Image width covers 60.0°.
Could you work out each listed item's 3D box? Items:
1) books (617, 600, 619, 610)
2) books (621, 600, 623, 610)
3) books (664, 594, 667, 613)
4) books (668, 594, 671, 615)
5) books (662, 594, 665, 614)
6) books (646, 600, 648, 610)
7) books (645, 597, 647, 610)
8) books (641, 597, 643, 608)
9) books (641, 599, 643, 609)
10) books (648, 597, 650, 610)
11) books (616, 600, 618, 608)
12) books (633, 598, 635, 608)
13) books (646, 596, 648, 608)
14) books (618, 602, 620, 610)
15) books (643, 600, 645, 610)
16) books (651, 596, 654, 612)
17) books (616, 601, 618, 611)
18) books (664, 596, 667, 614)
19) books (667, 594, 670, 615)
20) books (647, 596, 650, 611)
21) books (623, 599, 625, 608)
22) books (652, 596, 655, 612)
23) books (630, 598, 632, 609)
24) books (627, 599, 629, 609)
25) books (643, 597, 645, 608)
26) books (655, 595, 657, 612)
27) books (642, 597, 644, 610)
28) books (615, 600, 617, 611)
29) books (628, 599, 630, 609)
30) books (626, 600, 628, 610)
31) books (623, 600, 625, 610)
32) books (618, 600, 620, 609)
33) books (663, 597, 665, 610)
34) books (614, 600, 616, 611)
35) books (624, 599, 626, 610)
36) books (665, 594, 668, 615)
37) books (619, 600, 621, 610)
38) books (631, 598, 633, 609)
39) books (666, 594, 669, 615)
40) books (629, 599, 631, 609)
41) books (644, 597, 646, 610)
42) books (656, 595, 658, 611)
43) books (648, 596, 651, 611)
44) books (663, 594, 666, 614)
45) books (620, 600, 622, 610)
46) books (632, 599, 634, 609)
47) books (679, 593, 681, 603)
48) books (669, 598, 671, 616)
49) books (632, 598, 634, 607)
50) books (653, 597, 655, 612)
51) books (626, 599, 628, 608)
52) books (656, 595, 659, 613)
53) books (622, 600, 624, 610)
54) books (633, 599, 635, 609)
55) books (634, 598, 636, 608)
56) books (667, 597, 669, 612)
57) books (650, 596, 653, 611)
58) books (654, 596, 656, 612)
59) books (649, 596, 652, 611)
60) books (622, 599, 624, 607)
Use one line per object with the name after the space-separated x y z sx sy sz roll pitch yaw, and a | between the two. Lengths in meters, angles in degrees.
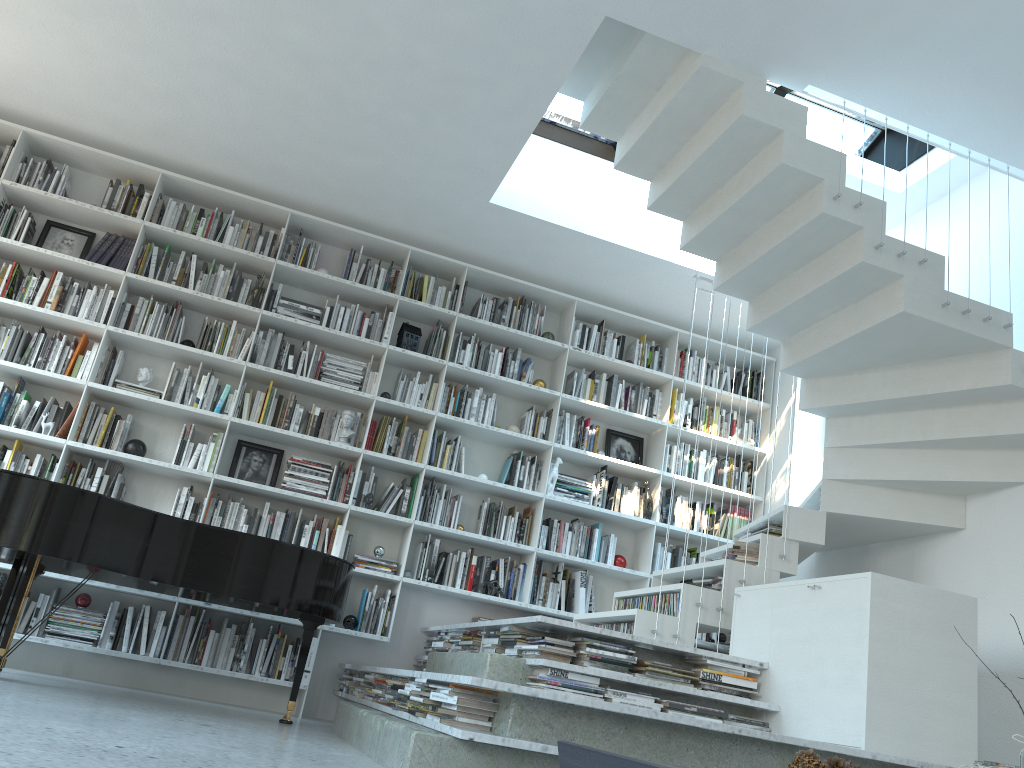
0.674 1.339 5.188 0.125 0.125 0.009 15 -20 -14 | books
0.690 1.324 5.140 0.125 0.125 0.007 15 -20 -14 | books
0.858 1.177 4.650 0.125 0.125 0.010 15 -20 -14 | books
0.872 1.164 4.607 0.125 0.125 0.008 15 -20 -14 | books
0.851 1.183 4.669 0.125 0.125 0.008 15 -20 -14 | books
0.792 1.235 4.842 0.125 0.125 0.007 15 -20 -14 | books
0.787 1.239 4.855 0.125 0.125 0.008 15 -20 -14 | books
0.770 1.254 4.906 0.125 0.125 0.007 15 -20 -14 | books
0.772 1.252 4.899 0.125 0.125 0.007 15 -20 -14 | books
0.798 1.230 4.825 0.125 0.125 0.013 15 -20 -14 | books
0.667 1.345 5.208 0.125 0.125 0.008 15 -20 -14 | books
0.738 1.282 4.999 0.125 0.125 0.007 15 -20 -14 | books
0.790 1.237 4.849 0.125 0.125 0.008 15 -20 -14 | books
0.678 1.334 5.174 0.125 0.125 0.008 15 -20 -14 | books
0.780 1.245 4.876 0.125 0.125 0.008 15 -20 -14 | books
0.810 1.219 4.788 0.125 0.125 0.016 15 -20 -14 | books
0.669 1.343 5.201 0.125 0.125 0.007 15 -20 -14 | books
0.860 1.175 4.643 0.125 0.125 0.010 15 -20 -14 | books
0.870 1.167 4.615 0.125 0.125 0.007 15 -20 -14 | books
0.794 1.233 4.835 0.125 0.125 0.008 15 -20 -14 | books
0.697 1.318 5.120 0.125 0.125 0.008 15 -20 -14 | books
0.815 1.215 4.775 0.125 0.125 0.013 15 -20 -14 | books
0.726 1.292 5.034 0.125 0.125 0.008 15 -20 -14 | books
0.714 1.303 5.069 0.125 0.125 0.009 15 -20 -14 | books
0.777 1.248 4.885 0.125 0.125 0.010 15 -20 -14 | books
0.823 1.207 4.750 0.125 0.125 0.012 15 -20 -14 | books
0.775 1.250 4.892 0.125 0.125 0.007 15 -20 -14 | books
0.664 1.347 5.216 0.125 0.125 0.009 15 -20 -14 | books
0.719 1.298 5.054 0.125 0.125 0.007 15 -20 -14 | books
0.712 1.305 5.077 0.125 0.125 0.007 15 -20 -14 | books
0.699 1.316 5.112 0.125 0.125 0.008 15 -20 -14 | books
0.676 1.336 5.181 0.125 0.125 0.007 15 -20 -14 | books
0.853 1.181 4.663 0.125 0.125 0.008 15 -20 -14 | books
0.659 1.351 5.230 0.125 0.125 0.009 15 -20 -14 | books
0.702 1.313 5.104 0.125 0.125 0.010 15 -20 -14 | books
0.863 1.173 4.635 0.125 0.125 0.008 15 -20 -14 | books
0.681 1.332 5.166 0.125 0.125 0.010 15 -20 -14 | books
0.731 1.288 5.019 0.125 0.125 0.008 15 -20 -14 | books
0.865 1.171 4.628 0.125 0.125 0.008 15 -20 -14 | books
0.724 1.294 5.041 0.125 0.125 0.008 15 -20 -14 | books
0.783 1.243 4.869 0.125 0.125 0.008 15 -20 -14 | books
0.826 1.205 4.741 0.125 0.125 0.018 15 -20 -14 | books
0.801 1.227 4.816 0.125 0.125 0.009 15 -20 -14 | books
0.855 1.179 4.657 0.125 0.125 0.009 15 -20 -14 | books
0.684 1.330 5.158 0.125 0.125 0.012 15 -20 -14 | books
0.736 1.284 5.005 0.125 0.125 0.007 15 -20 -14 | books
0.905 1.137 4.510 0.125 0.123 0.034 15 -20 -14 | books
0.875 1.162 4.598 0.125 0.125 0.011 15 -20 -14 | books
0.734 1.286 5.012 0.125 0.125 0.007 15 -20 -14 | books
0.818 1.212 4.767 0.125 0.125 0.009 15 -20 -14 | books
0.709 1.308 5.085 0.125 0.125 0.010 15 -20 -14 | books
0.831 1.201 4.728 0.125 0.125 0.009 15 -20 -14 | books
0.695 1.320 5.127 0.125 0.125 0.007 15 -20 -14 | books
0.741 1.280 4.992 0.125 0.125 0.008 15 -20 -14 | books
0.743 1.278 4.985 0.125 0.125 0.008 15 -20 -14 | books
0.867 1.169 4.621 0.125 0.125 0.008 15 -20 -14 | books
0.807 1.222 4.798 0.125 0.125 0.009 15 -20 -14 | books
0.820 1.210 4.759 0.125 0.125 0.007 15 -20 -14 | books
0.804 1.224 4.807 0.125 0.125 0.011 15 -20 -14 | books
0.692 1.322 5.134 0.125 0.125 0.007 15 -20 -14 | books
